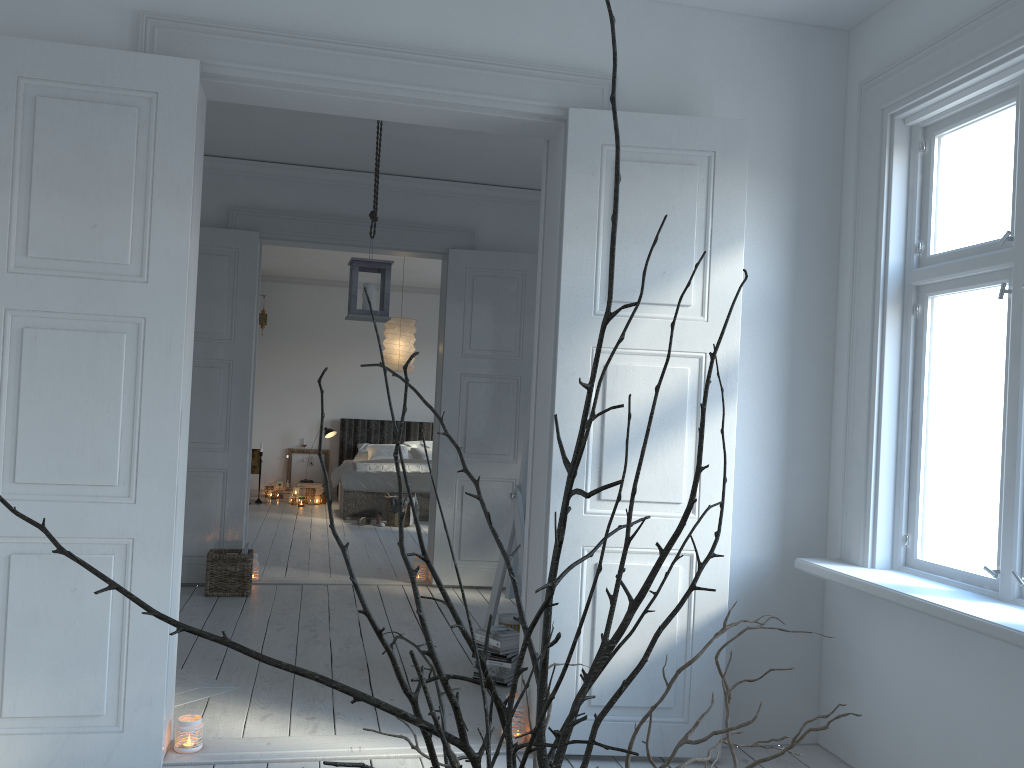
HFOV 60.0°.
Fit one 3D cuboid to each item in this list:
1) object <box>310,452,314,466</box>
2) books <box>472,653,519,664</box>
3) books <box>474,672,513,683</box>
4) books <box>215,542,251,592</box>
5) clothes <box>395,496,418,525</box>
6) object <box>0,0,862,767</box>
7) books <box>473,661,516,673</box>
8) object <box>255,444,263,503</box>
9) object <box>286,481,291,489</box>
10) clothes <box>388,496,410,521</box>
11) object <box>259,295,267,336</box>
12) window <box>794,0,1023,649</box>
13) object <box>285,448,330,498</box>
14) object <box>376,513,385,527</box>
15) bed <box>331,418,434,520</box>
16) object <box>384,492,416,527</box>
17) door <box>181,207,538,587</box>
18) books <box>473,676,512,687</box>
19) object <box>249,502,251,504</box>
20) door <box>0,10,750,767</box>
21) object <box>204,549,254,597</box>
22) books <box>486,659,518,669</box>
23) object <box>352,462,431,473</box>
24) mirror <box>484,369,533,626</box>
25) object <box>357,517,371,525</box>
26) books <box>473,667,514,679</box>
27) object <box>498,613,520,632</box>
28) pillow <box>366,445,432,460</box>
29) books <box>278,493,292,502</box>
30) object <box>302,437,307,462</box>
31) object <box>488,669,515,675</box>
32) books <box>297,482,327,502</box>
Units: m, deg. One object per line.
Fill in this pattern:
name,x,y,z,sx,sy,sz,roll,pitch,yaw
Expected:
object,-2.577,0.947,11.436,0.062,0.228,0.063,3,-1,12
books,-0.070,1.249,4.091,0.193,0.022,0.128,2,-2,20
books,-0.069,1.337,4.084,0.176,0.016,0.128,2,-2,29
books,-1.781,1.165,5.642,0.201,0.300,0.179,3,-1,-12
clothes,-1.137,1.309,9.190,0.283,0.288,0.235,2,-1,27
object,-0.107,0.225,0.735,0.846,1.065,0.525,4,-1,-41
books,-0.068,1.293,4.088,0.186,0.017,0.132,2,-2,25
object,-3.022,1.065,10.637,0.091,0.718,0.091,3,-1,-3
object,-2.860,1.236,11.343,0.062,0.220,0.028,3,-1,-17
clothes,-1.157,1.292,9.148,0.246,0.270,0.297,3,-1,-11
object,-3.101,-0.851,11.052,0.117,0.505,0.105,3,-1,-39
window,1.425,-0.220,2.618,0.375,1.845,1.456,3,-1,-12
object,-2.631,1.153,11.415,0.528,0.630,0.082,3,-1,-12
object,-1.355,1.403,9.159,0.083,0.122,0.222,3,-2,-13
bed,-1.190,0.988,10.606,1.888,1.046,2.177,3,-2,-12
object,-1.169,1.297,9.205,0.319,0.351,0.319,2,-1,20
door,-1.150,0.126,6.180,2.599,2.504,0.577,3,-1,-12
books,-0.073,1.354,4.081,0.178,0.016,0.128,2,-2,26
object,-3.117,1.103,10.473,0.091,0.622,0.091,3,-1,-34
door,-0.507,0.066,3.234,2.599,2.504,0.577,3,-1,-12
object,-1.795,1.197,5.639,0.270,0.265,0.224,3,-1,-12
books,-0.057,1.273,4.086,0.167,0.022,0.128,2,-2,22
object,-1.017,0.933,9.780,1.460,0.104,0.405,3,-2,-12
mirror,0.194,0.636,4.332,0.417,1.488,0.611,2,-1,42
object,-1.559,1.410,9.160,0.120,0.084,0.222,2,-2,17
books,-0.068,1.321,4.087,0.180,0.016,0.128,2,-2,33
object,0.003,1.160,4.283,0.142,0.074,0.142,4,-2,-29
pillow,-1.246,0.888,11.033,1.147,0.225,0.415,3,-2,-20
books,-2.790,1.398,10.930,0.175,0.095,0.262,3,-2,-17
object,-2.680,0.848,11.430,0.067,0.320,0.067,2,-1,36
object,-0.057,1.306,4.078,0.156,0.014,0.111,2,-2,31
books,-2.510,1.349,11.121,0.346,0.232,0.245,3,-1,-4
